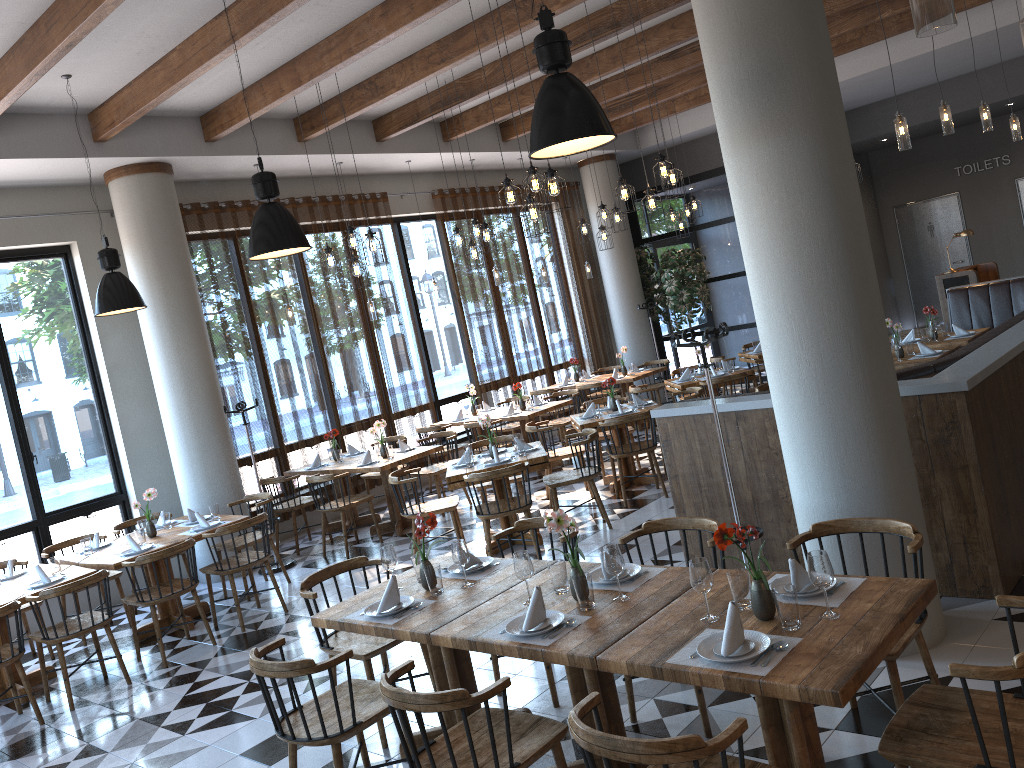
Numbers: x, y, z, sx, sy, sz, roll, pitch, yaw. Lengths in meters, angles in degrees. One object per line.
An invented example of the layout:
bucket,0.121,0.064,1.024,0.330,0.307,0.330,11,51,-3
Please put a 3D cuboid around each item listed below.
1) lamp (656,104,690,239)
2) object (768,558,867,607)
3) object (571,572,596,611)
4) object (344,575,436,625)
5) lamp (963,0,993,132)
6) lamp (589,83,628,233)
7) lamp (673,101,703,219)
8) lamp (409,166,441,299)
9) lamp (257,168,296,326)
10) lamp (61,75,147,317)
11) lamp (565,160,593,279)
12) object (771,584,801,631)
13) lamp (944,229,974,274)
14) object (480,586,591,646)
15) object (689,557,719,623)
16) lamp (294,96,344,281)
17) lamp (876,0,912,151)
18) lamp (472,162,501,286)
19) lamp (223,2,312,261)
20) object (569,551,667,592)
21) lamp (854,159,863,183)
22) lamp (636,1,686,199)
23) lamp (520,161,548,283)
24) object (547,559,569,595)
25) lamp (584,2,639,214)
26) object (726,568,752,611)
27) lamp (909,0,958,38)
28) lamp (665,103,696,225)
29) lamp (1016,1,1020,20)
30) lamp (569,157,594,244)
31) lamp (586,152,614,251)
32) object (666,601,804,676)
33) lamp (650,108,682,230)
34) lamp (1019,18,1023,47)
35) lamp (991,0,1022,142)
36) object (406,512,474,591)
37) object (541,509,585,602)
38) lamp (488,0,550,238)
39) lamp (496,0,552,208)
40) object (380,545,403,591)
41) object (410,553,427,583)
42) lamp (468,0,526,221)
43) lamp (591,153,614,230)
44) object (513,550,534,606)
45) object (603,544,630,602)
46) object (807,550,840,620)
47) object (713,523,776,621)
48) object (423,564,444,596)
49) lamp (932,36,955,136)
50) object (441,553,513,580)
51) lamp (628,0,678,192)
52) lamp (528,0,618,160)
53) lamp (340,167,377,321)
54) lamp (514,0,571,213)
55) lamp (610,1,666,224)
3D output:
lamp,2.151,-3.028,12.180,0.176,2.067,0.174,-14,3,-34
object,1.045,0.676,3.200,0.351,0.137,0.273,-8,6,43
object,0.286,0.817,3.478,0.080,0.132,0.080,-14,3,-32
object,-0.567,0.953,4.005,0.351,0.137,0.273,-8,6,43
lamp,3.912,-3.144,7.619,0.078,1.961,0.078,-13,2,-12
lamp,1.093,-2.857,10.690,0.174,2.067,0.176,-11,3,27
lamp,2.325,-3.296,12.122,0.176,2.067,0.174,-14,3,-34
lamp,-1.142,-2.035,11.155,0.078,1.961,0.078,-14,3,-39
lamp,-2.578,-1.589,9.557,0.078,1.961,0.078,-11,2,19
lamp,-3.250,-1.473,6.891,0.389,1.862,0.392,-11,3,21
lamp,0.988,-2.572,13.500,0.078,1.961,0.078,-13,2,-15
object,0.902,0.734,2.898,0.080,0.132,0.080,-14,3,-32
lamp,5.517,-1.502,10.928,0.444,0.755,0.171,-11,3,18
object,0.076,0.866,3.401,0.351,0.137,0.273,-8,6,43
object,0.673,0.722,3.111,0.081,0.215,0.082,-10,3,35
lamp,-1.835,-1.969,8.044,0.175,2.067,0.175,-12,2,-4
lamp,2.473,-2.552,5.991,0.078,1.961,0.078,-12,2,-7
lamp,-0.386,-2.301,12.001,0.078,1.961,0.078,-11,3,33
lamp,-1.600,-1.697,5.340,0.389,1.862,0.392,-11,3,31
object,0.429,0.759,3.779,0.351,0.137,0.273,-8,6,43
lamp,3.826,-3.373,10.403,0.176,2.067,0.174,-14,3,-37
lamp,1.202,-2.626,7.613,0.175,2.067,0.175,-12,2,3
lamp,0.283,-2.417,12.728,0.078,1.961,0.078,-11,3,29
object,0.199,0.815,3.730,0.080,0.132,0.080,-13,3,-17
lamp,0.787,-2.493,7.607,0.175,2.067,0.175,-13,2,-20
object,0.815,0.731,3.150,0.080,0.132,0.080,-13,3,-17
lamp,0.668,-1.683,1.782,0.078,1.961,0.078,-13,2,-12
lamp,2.267,-3.242,12.320,0.174,2.067,0.176,-10,3,45
lamp,5.286,-3.415,9.118,0.078,1.961,0.078,-13,2,-15
lamp,0.709,-2.745,10.861,0.175,2.067,0.175,-12,2,4
lamp,0.944,-2.656,10.800,0.174,2.067,0.176,-10,3,38
object,0.692,0.782,2.821,0.351,0.137,0.273,-8,6,43
lamp,2.000,-3.114,11.994,0.174,2.067,0.176,-11,2,22
lamp,1.337,-1.799,2.510,0.078,1.961,0.078,-11,3,29
lamp,4.581,-3.261,8.346,0.078,1.961,0.078,-11,3,29
object,-0.346,0.782,4.159,0.167,0.354,0.294,-14,4,-41
object,0.220,0.685,3.586,0.146,0.399,0.207,-12,3,2
lamp,-0.026,-2.082,6.361,0.176,2.067,0.174,-13,3,-29
lamp,-0.008,-2.340,6.573,0.176,2.067,0.174,-13,3,-29
object,-0.585,0.893,4.295,0.081,0.215,0.081,-12,3,7
object,-0.444,0.903,4.335,0.080,0.132,0.080,-13,3,-17
lamp,-0.193,-2.238,6.524,0.176,2.067,0.174,-14,3,-40
lamp,0.921,-2.867,10.561,0.174,2.067,0.176,-10,3,38
object,0.057,0.806,3.691,0.081,0.215,0.081,-12,3,7
object,0.412,0.746,3.505,0.081,0.215,0.082,-10,3,35
object,1.028,0.662,2.926,0.081,0.215,0.082,-10,3,35
object,0.792,0.633,3.014,0.171,0.354,0.156,-13,3,-9
object,-0.357,0.905,4.083,0.080,0.132,0.080,-13,3,-12
lamp,3.156,-2.878,6.773,0.078,1.961,0.078,-13,3,-28
object,-0.214,0.847,4.384,0.351,0.137,0.273,-8,6,43
lamp,1.095,-2.646,7.428,0.175,2.067,0.175,-12,2,14
lamp,0.067,-1.923,3.770,0.389,1.862,0.392,-11,3,21
lamp,-1.825,-1.709,10.373,0.078,1.961,0.078,-12,2,-7
lamp,0.112,-2.233,6.212,0.174,2.067,0.176,-11,3,28
lamp,1.029,-2.413,7.638,0.175,2.067,0.175,-12,2,14
